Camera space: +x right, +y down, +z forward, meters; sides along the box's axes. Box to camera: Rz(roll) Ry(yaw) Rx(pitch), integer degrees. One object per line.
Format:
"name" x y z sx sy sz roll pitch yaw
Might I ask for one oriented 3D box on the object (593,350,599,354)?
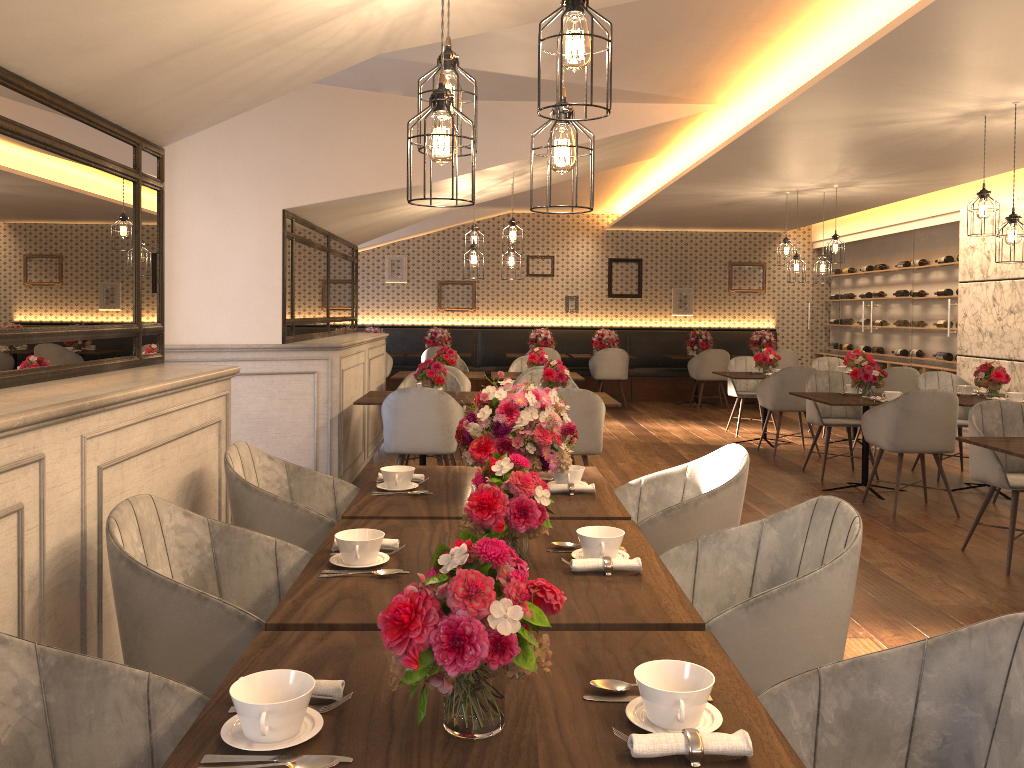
"object" 1.306 -0.480 13.380 0.148 0.072 0.148 -3 6 -44

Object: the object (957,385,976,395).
"object" 3.662 0.051 7.131 0.148 0.072 0.148 -1 4 -24

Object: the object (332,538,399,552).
"object" -0.385 0.420 2.329 0.175 0.039 0.056 0 4 -2

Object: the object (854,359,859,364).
"object" 3.590 -0.237 9.236 0.049 0.052 0.078 1 4 8

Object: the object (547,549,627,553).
"object" 0.198 0.442 2.346 0.211 0.004 0.022 0 5 -2

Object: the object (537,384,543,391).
"object" 0.267 0.038 6.893 0.148 0.072 0.148 -2 5 -34

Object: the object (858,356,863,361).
"object" 3.615 -0.266 9.224 0.048 0.052 0.076 -1 4 -22

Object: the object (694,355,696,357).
"object" 2.672 -0.404 12.808 0.056 0.039 0.176 0 5 -2

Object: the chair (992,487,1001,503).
"chair" 3.733 0.452 6.157 0.565 0.871 0.527 0 2 -2

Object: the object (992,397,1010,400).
"object" 3.600 0.117 6.521 0.056 0.039 0.176 0 5 -2

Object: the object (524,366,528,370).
"object" 0.204 -0.151 9.213 0.148 0.072 0.148 -2 5 -34

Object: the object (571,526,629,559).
"object" 0.226 0.414 2.268 0.148 0.072 0.148 4 5 41

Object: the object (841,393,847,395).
"object" 2.630 0.074 7.084 0.043 0.015 0.198 0 5 -5

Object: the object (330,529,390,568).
"object" -0.381 0.413 2.215 0.148 0.072 0.148 4 5 41

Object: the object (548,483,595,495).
"object" 0.204 0.364 3.086 0.175 0.039 0.056 0 4 -2

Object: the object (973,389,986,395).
"object" 3.775 0.069 7.135 0.056 0.039 0.176 0 5 -2

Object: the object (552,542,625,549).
"object" 0.204 0.434 2.381 0.197 0.015 0.043 0 4 -5

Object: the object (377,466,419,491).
"object" -0.406 0.337 3.147 0.148 0.072 0.148 4 5 41

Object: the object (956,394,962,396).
"object" 3.556 0.080 7.110 0.043 0.015 0.198 1 5 2

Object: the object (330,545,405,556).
"object" -0.374 0.430 2.295 0.192 0.024 0.025 0 3 -2

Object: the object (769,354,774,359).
"object" 2.689 -0.283 9.230 0.045 0.052 0.077 -2 4 -39

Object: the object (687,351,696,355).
"object" 2.734 -0.470 13.419 0.148 0.072 0.148 -3 6 -44

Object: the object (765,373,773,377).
"object" 2.614 -0.092 8.973 0.056 0.039 0.176 0 5 -2

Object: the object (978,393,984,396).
"object" 3.741 0.076 7.124 0.025 0.024 0.193 0 5 -2

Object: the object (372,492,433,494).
"object" -0.378 0.378 3.071 0.211 0.004 0.022 0 5 -2

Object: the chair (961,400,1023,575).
"chair" 2.823 0.548 4.882 0.565 0.871 0.527 0 2 -2

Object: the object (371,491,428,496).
"object" -0.384 0.375 3.035 0.197 0.015 0.043 0 4 -5

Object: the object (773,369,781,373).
"object" 2.728 -0.108 8.976 0.148 0.072 0.148 -1 4 -24

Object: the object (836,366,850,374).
"object" 3.594 -0.152 9.609 0.148 0.072 0.148 -1 4 -24

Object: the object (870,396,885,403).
"object" 2.682 0.110 6.496 0.056 0.039 0.176 0 5 -2

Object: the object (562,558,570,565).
"object" 0.219 0.445 2.189 0.192 0.024 0.025 0 3 -2

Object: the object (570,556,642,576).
"object" 0.230 0.440 2.154 0.175 0.039 0.056 0 4 -2

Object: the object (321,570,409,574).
"object" -0.353 0.454 2.139 0.211 0.004 0.022 0 5 -2

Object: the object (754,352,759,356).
"object" 3.735 -0.463 13.446 0.148 0.072 0.148 4 5 41

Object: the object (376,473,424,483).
"object" -0.410 0.344 3.261 0.175 0.039 0.056 0 4 -2

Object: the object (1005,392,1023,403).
"object" 3.714 0.101 6.524 0.148 0.072 0.148 -1 4 -24

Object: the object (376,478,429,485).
"object" -0.399 0.354 3.227 0.192 0.024 0.025 0 3 -2

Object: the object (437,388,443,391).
"object" -0.564 0.049 6.871 0.056 0.039 0.176 0 5 -2

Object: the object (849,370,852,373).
"object" 3.708 -0.134 9.613 0.056 0.039 0.176 0 5 -2

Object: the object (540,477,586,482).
"object" 0.178 0.358 3.313 0.197 0.015 0.043 0 4 -5

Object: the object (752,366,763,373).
"object" 2.676 -0.158 9.584 0.148 0.072 0.148 -1 4 -24

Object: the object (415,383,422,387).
"object" -0.678 0.031 6.867 0.148 0.072 0.148 -2 5 -34

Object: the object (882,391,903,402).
"object" 2.796 0.094 6.499 0.148 0.072 0.148 -1 4 -24

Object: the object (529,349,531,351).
"object" 0.335 -0.487 13.353 0.148 0.072 0.148 -3 6 -44

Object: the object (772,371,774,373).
"object" 2.789 -0.140 9.587 0.056 0.039 0.176 0 5 -2

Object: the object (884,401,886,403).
"object" 2.716 0.117 6.506 0.025 0.024 0.193 0 5 -2

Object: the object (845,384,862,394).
"object" 2.743 0.044 7.106 0.148 0.072 0.148 -1 4 -24

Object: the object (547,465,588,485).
"object" 0.201 0.338 3.200 0.148 0.072 0.148 4 5 41
